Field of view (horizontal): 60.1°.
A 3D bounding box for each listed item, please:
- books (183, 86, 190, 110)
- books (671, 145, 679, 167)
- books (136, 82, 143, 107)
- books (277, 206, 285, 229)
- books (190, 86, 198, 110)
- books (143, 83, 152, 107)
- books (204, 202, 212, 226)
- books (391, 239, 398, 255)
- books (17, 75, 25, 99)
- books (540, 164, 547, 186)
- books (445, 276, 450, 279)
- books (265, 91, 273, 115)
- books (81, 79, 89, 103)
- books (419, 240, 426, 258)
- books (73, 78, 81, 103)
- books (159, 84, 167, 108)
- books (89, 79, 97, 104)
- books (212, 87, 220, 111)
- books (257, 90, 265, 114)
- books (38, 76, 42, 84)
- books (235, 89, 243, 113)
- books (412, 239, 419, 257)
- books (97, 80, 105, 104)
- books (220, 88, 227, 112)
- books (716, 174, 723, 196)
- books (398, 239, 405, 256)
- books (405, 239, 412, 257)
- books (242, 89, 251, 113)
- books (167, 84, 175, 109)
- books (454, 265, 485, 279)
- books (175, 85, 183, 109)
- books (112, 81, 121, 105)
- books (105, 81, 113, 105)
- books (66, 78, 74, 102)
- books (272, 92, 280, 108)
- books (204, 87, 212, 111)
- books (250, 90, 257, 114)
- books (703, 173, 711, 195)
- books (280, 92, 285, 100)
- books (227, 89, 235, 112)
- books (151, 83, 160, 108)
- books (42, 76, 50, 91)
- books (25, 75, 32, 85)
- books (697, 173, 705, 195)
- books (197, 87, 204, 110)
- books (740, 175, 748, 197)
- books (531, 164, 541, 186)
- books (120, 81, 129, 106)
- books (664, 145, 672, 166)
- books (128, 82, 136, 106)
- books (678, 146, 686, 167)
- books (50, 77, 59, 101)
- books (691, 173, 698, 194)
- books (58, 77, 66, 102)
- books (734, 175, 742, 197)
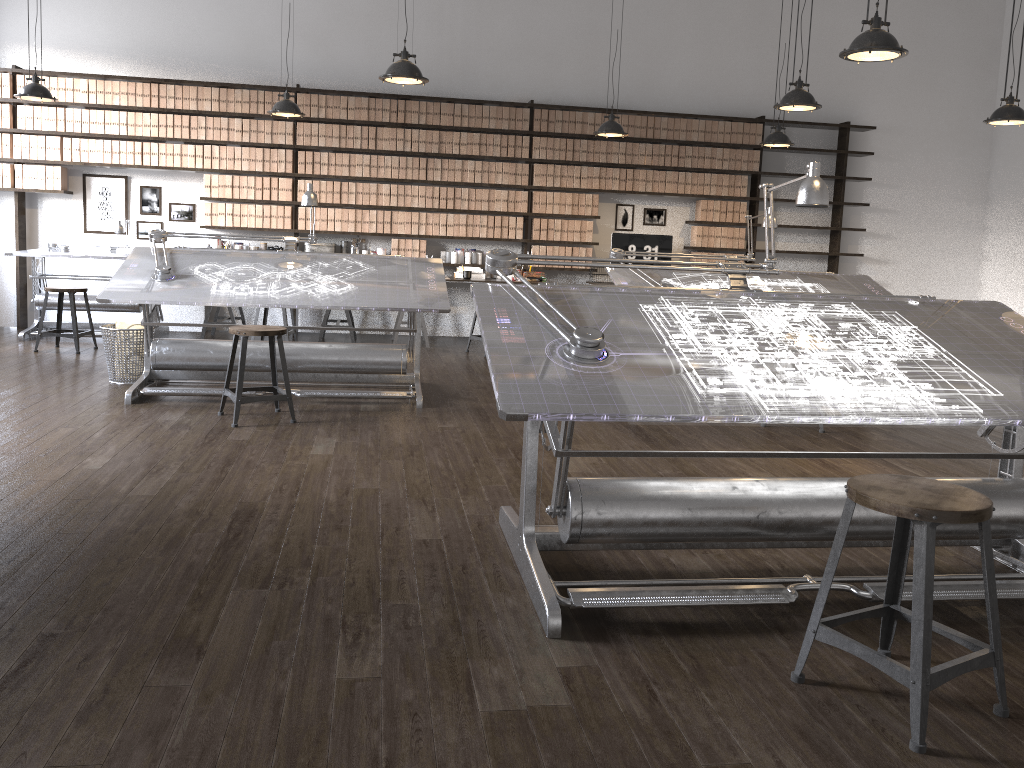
[{"bbox_3d":[-3.124,-2.749,8.546,0.066,0.224,0.176,1,8,-9],"label":"books"},{"bbox_3d":[1.691,-2.389,9.321,0.067,0.224,0.176,1,8,-9],"label":"books"},{"bbox_3d":[-3.546,-2.756,8.479,0.066,0.224,0.176,1,8,-9],"label":"books"},{"bbox_3d":[-2.293,-1.655,8.805,0.066,0.224,0.176,1,8,-9],"label":"books"},{"bbox_3d":[-3.056,-2.747,8.551,0.067,0.224,0.176,1,8,-9],"label":"books"},{"bbox_3d":[-3.481,-2.755,8.491,0.066,0.224,0.176,1,8,-9],"label":"books"},{"bbox_3d":[-2.969,-1.665,8.693,0.067,0.224,0.176,1,8,-9],"label":"books"},{"bbox_3d":[-1.192,-1.363,9.001,0.067,0.224,0.176,1,8,-9],"label":"books"},{"bbox_3d":[-4.583,-2.775,8.320,0.066,0.224,0.176,1,8,-9],"label":"books"},{"bbox_3d":[0.310,-2.148,9.137,0.067,0.224,0.176,1,8,-9],"label":"books"},{"bbox_3d":[-0.785,-1.044,8.595,0.354,0.029,0.258,1,9,-9],"label":"books"},{"bbox_3d":[-2.371,-2.735,8.662,0.066,0.224,0.176,1,8,-9],"label":"books"},{"bbox_3d":[-4.030,-2.764,8.403,0.066,0.224,0.176,1,8,-9],"label":"books"},{"bbox_3d":[-0.916,-1.360,9.051,0.066,0.224,0.176,1,8,-9],"label":"books"},{"bbox_3d":[-4.092,-2.766,8.395,0.066,0.224,0.176,1,8,-9],"label":"books"},{"bbox_3d":[-3.334,-2.753,8.514,0.066,0.224,0.176,1,8,-9],"label":"books"},{"bbox_3d":[-3.958,-2.763,8.412,0.067,0.224,0.176,1,8,-9],"label":"books"},{"bbox_3d":[-2.857,-2.743,8.583,0.067,0.224,0.176,1,8,-9],"label":"books"},{"bbox_3d":[-2.444,-2.737,8.650,0.066,0.224,0.176,1,8,-9],"label":"books"},{"bbox_3d":[-4.435,-2.772,8.343,0.066,0.224,0.176,1,8,-9],"label":"books"},{"bbox_3d":[-2.650,-2.740,8.617,0.066,0.224,0.175,1,8,-9],"label":"books"},{"bbox_3d":[-0.985,-1.360,9.035,0.066,0.224,0.175,1,8,-9],"label":"books"},{"bbox_3d":[-3.889,-2.762,8.427,0.066,0.224,0.176,1,8,-9],"label":"books"},{"bbox_3d":[-2.788,-2.743,8.597,0.066,0.224,0.176,1,8,-9],"label":"books"},{"bbox_3d":[2.178,-2.116,9.432,0.066,0.224,0.176,1,8,-9],"label":"books"},{"bbox_3d":[-1.126,-1.363,9.017,0.066,0.224,0.176,1,8,-9],"label":"books"},{"bbox_3d":[-1.056,-1.362,9.028,0.066,0.224,0.175,1,8,-9],"label":"books"},{"bbox_3d":[-2.578,-2.738,8.625,0.066,0.224,0.176,1,8,-9],"label":"books"},{"bbox_3d":[-3.263,-2.751,8.520,0.066,0.224,0.175,1,8,-9],"label":"books"},{"bbox_3d":[-0.417,-1.121,8.823,0.294,0.147,0.388,1,9,-9],"label":"books"},{"bbox_3d":[-3.194,-2.750,8.535,0.066,0.224,0.175,1,8,-9],"label":"books"},{"bbox_3d":[-3.751,-2.760,8.446,0.066,0.224,0.175,1,8,-9],"label":"books"},{"bbox_3d":[-3.821,-2.761,8.439,0.066,0.224,0.175,1,8,-9],"label":"books"},{"bbox_3d":[-4.158,-2.766,8.380,0.067,0.224,0.176,1,8,-9],"label":"books"},{"bbox_3d":[-2.302,-2.735,8.675,0.066,0.224,0.175,1,8,-9],"label":"books"},{"bbox_3d":[-2.929,-2.745,8.574,0.066,0.224,0.176,1,8,-9],"label":"books"},{"bbox_3d":[-2.506,-2.737,8.636,0.067,0.224,0.176,1,8,-9],"label":"books"},{"bbox_3d":[2.044,-2.117,9.408,0.067,0.224,0.176,1,8,-9],"label":"books"},{"bbox_3d":[-2.233,-2.733,8.682,0.066,0.224,0.175,1,8,-9],"label":"books"},{"bbox_3d":[-2.719,-2.742,8.610,0.066,0.224,0.175,1,8,-9],"label":"books"},{"bbox_3d":[-3.407,-2.753,8.497,0.067,0.224,0.176,1,8,-9],"label":"books"},{"bbox_3d":[-4.364,-2.770,8.350,0.066,0.224,0.175,1,8,-9],"label":"books"},{"bbox_3d":[-4.509,-2.773,8.326,0.067,0.224,0.176,1,8,-9],"label":"books"},{"bbox_3d":[1.974,-2.119,9.401,0.066,0.224,0.176,1,8,-9],"label":"books"},{"bbox_3d":[-2.991,-2.746,8.566,0.066,0.224,0.176,1,8,-9],"label":"books"},{"bbox_3d":[2.451,-2.110,9.471,0.066,0.224,0.175,1,8,-9],"label":"books"},{"bbox_3d":[0.246,-2.150,9.132,0.066,0.224,0.176,1,8,-9],"label":"books"},{"bbox_3d":[-3.679,-2.758,8.454,0.066,0.224,0.176,1,8,-9],"label":"books"},{"bbox_3d":[1.617,-2.391,9.315,0.066,0.224,0.176,1,8,-9],"label":"books"},{"bbox_3d":[-3.607,-2.756,8.465,0.067,0.224,0.176,1,8,-9],"label":"books"},{"bbox_3d":[1.765,-2.389,9.338,0.066,0.224,0.176,1,8,-9],"label":"books"},{"bbox_3d":[-4.295,-2.770,8.364,0.066,0.224,0.175,1,8,-9],"label":"books"},{"bbox_3d":[1.905,-2.121,9.392,0.066,0.224,0.175,1,8,-9],"label":"books"},{"bbox_3d":[-4.225,-2.768,8.375,0.066,0.224,0.176,1,8,-9],"label":"books"},{"bbox_3d":[2.380,-2.112,9.465,0.066,0.224,0.175,1,8,-9],"label":"books"}]
